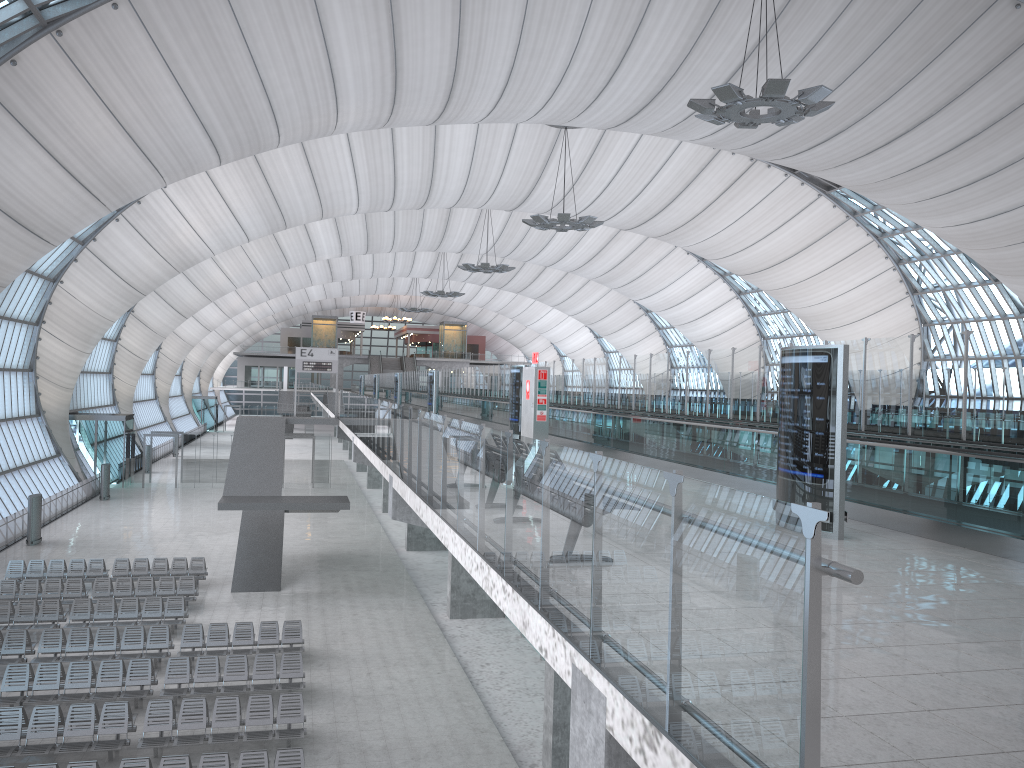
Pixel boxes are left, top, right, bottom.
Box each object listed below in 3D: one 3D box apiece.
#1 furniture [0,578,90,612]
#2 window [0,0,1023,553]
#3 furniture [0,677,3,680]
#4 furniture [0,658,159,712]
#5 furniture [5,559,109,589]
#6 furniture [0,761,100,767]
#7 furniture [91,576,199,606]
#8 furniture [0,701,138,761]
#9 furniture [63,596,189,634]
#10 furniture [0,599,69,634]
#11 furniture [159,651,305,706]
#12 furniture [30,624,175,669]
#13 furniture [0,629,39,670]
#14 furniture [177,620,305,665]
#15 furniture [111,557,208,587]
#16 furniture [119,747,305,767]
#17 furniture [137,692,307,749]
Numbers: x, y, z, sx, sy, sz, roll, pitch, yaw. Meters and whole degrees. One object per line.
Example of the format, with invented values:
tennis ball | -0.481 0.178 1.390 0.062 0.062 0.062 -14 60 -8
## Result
furniture | -12.763 5.633 23.495 2.705 0.913 1.572 2 0 -14
window | -6.294 -3.504 79.276 50.537 20.004 167.818 2 0 -14
furniture | -11.021 5.671 16.282 2.705 0.913 1.572 2 0 -14
furniture | -8.256 5.751 16.950 2.705 0.913 1.572 2 0 -14
furniture | -13.383 5.620 26.063 2.705 0.913 1.572 2 0 -14
furniture | -7.129 5.775 12.282 2.705 0.913 1.572 2 0 -14
furniture | -9.999 5.714 24.164 2.705 0.913 1.572 2 0 -14
furniture | -7.693 5.763 14.616 2.705 0.913 1.572 2 0 -14
furniture | -9.447 5.725 21.880 2.705 0.913 1.572 2 0 -14
furniture | -12.212 5.645 21.212 2.705 0.913 1.572 2 0 -14
furniture | -5.492 5.831 17.618 2.705 0.913 1.572 2 0 -14
furniture | -8.820 5.739 19.284 2.705 0.913 1.572 2 0 -14
furniture | -11.585 5.659 18.616 2.705 0.913 1.572 2 0 -14
furniture | -6.055 5.819 19.952 2.705 0.913 1.572 2 0 -14
furniture | -10.619 5.700 26.731 2.705 0.913 1.572 2 0 -14
furniture | -4.364 5.856 12.950 2.705 0.913 1.572 2 0 -14
furniture | -4.928 5.844 15.284 2.705 0.913 1.572 2 0 -14
